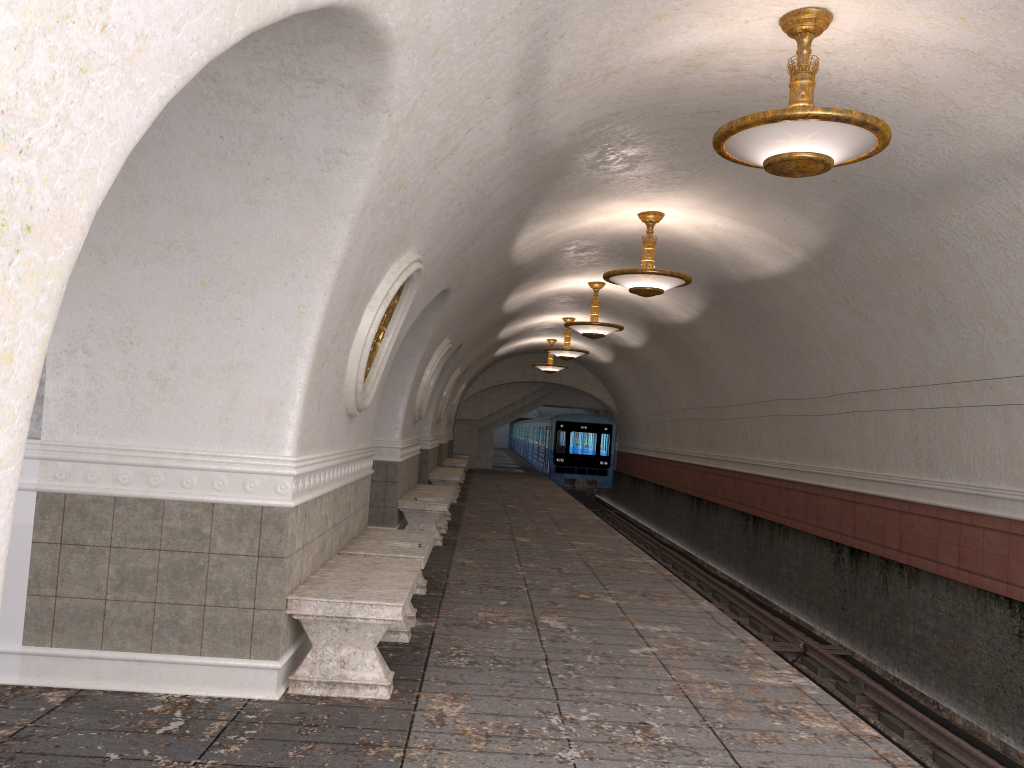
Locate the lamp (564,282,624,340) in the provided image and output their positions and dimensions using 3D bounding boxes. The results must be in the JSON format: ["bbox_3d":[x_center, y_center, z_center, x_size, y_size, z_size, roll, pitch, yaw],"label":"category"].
[{"bbox_3d":[1.397,-1.223,14.945,1.008,0.955,1.008,3,-3,14],"label":"lamp"}]

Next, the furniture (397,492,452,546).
[{"bbox_3d":[-1.112,1.707,11.348,0.613,0.508,1.509,4,-3,-2],"label":"furniture"}]

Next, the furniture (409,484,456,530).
[{"bbox_3d":[-1.168,1.790,13.027,0.613,0.508,1.509,4,-3,-2],"label":"furniture"}]

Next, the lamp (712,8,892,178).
[{"bbox_3d":[1.720,-1.697,5.269,1.008,0.955,1.008,5,-3,-18],"label":"lamp"}]

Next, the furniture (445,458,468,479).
[{"bbox_3d":[-1.568,2.375,24.989,0.613,0.508,1.509,4,-3,-2],"label":"furniture"}]

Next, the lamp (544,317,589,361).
[{"bbox_3d":[1.236,-0.988,19.764,1.008,0.955,1.008,3,-3,14],"label":"lamp"}]

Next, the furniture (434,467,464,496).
[{"bbox_3d":[-1.369,2.084,19.037,0.613,0.508,1.509,4,-3,-2],"label":"furniture"}]

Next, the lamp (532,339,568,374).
[{"bbox_3d":[1.075,-0.751,24.586,1.008,0.955,1.008,1,-4,44],"label":"lamp"}]

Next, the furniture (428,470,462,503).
[{"bbox_3d":[-1.313,2.002,17.359,0.613,0.508,1.509,4,-3,-2],"label":"furniture"}]

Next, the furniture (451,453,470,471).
[{"bbox_3d":[-1.722,2.601,29.602,0.613,0.508,1.509,4,-3,-2],"label":"furniture"}]

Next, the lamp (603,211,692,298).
[{"bbox_3d":[1.558,-1.460,10.123,1.008,0.955,1.008,5,-3,-18],"label":"lamp"}]

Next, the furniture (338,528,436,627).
[{"bbox_3d":[-0.968,1.496,7.029,0.613,0.508,1.509,4,-3,-2],"label":"furniture"}]

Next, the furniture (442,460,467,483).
[{"bbox_3d":[-1.512,2.293,23.311,0.613,0.508,1.509,4,-3,-2],"label":"furniture"}]

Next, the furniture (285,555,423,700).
[{"bbox_3d":[-0.912,1.414,5.350,0.613,0.508,1.509,4,-3,-2],"label":"furniture"}]
